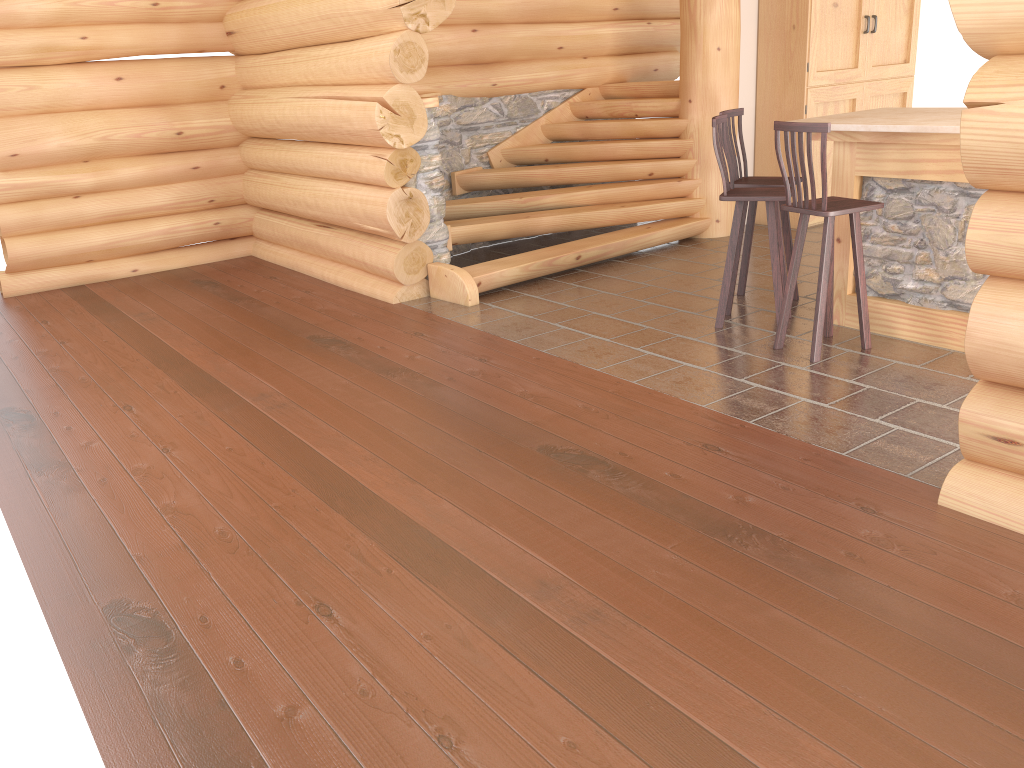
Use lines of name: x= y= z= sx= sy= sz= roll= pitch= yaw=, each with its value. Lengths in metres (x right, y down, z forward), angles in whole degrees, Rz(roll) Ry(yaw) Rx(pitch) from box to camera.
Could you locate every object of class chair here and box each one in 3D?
chair: x=1.705 y=-1.206 z=6.114 sx=0.504 sy=1.319 sz=0.406 roll=10 pitch=24 yaw=33
chair: x=1.531 y=-1.028 z=5.655 sx=0.504 sy=1.319 sz=0.406 roll=5 pitch=22 yaw=22
chair: x=1.779 y=-0.826 z=5.049 sx=0.504 sy=1.319 sz=0.406 roll=-13 pitch=22 yaw=-23

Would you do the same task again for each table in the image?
table: x=3.098 y=-0.806 z=4.835 sx=1.196 sy=1.257 sz=3.220 roll=-17 pitch=24 yaw=-32

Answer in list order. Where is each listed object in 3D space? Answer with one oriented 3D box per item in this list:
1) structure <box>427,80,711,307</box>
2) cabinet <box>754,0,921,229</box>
structure: x=0.311 y=-2.047 z=8.245 sx=3.604 sy=1.643 sz=1.951 roll=-20 pitch=25 yaw=-38
cabinet: x=3.320 y=-2.941 z=9.008 sx=1.847 sy=2.403 sz=0.670 roll=-17 pitch=24 yaw=-32
